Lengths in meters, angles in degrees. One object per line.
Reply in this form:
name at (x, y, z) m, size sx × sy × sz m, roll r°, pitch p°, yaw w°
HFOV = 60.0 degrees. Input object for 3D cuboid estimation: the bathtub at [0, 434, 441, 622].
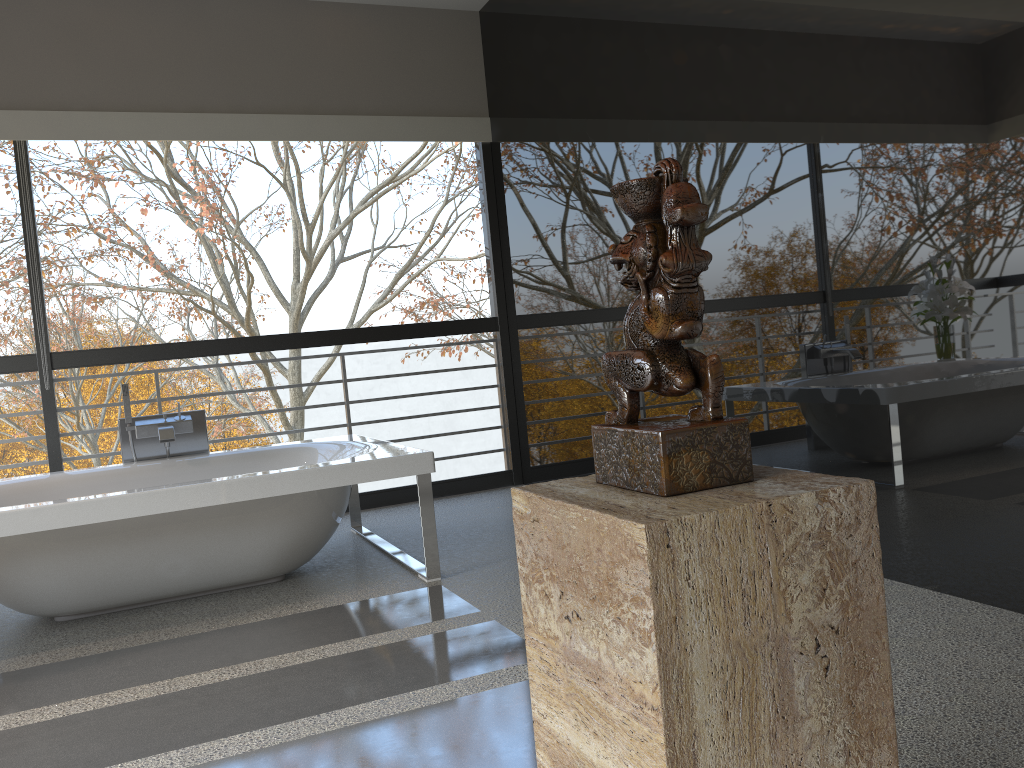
bathtub at (-1.435, 0.613, 3.693) m, size 1.959 × 0.504 × 1.327 m, roll -6°, pitch 2°, yaw -23°

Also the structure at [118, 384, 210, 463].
structure at (-1.649, 0.424, 4.261) m, size 0.402 × 0.884 × 0.330 m, roll -6°, pitch 2°, yaw -23°

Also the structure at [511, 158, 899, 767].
structure at (0.209, 0.277, 1.050) m, size 0.292 × 1.074 × 0.328 m, roll -6°, pitch 2°, yaw -23°
